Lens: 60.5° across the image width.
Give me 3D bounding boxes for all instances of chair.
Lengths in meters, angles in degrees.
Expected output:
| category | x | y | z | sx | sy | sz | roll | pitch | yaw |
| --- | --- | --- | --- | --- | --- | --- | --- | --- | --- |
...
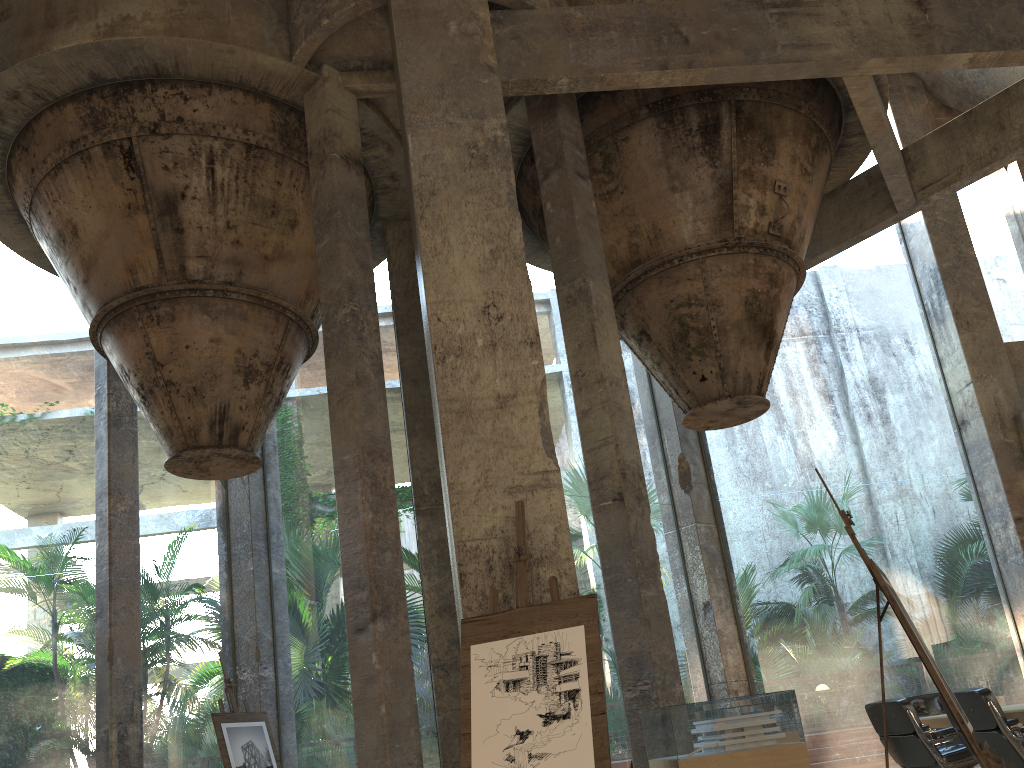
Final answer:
| category | x | y | z | sx | sy | sz | roll | pitch | yaw |
| --- | --- | --- | --- | --- | --- | --- | --- | --- | --- |
| chair | 4.022 | 3.190 | 7.849 | 0.728 | 0.859 | 0.855 | -4 | -20 | -12 |
| chair | 3.334 | 2.861 | 6.834 | 0.819 | 0.859 | 0.760 | -6 | -19 | -6 |
| chair | 3.411 | 2.405 | 5.765 | 0.821 | 0.859 | 0.759 | -8 | -19 | 0 |

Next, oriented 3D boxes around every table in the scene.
| category | x | y | z | sx | sy | sz | roll | pitch | yaw |
| --- | --- | --- | --- | --- | --- | --- | --- | --- | --- |
| table | 4.135 | 2.668 | 6.396 | 1.101 | 0.673 | 2.514 | -5 | -22 | -6 |

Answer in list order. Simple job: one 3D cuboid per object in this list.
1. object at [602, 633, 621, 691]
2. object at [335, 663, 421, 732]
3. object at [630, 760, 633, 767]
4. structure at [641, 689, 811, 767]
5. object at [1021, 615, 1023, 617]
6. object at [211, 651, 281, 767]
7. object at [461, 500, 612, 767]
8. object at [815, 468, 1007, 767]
| category | x | y | z | sx | sy | sz | roll | pitch | yaw |
| --- | --- | --- | --- | --- | --- | --- | --- | --- | --- |
| object | 1.157 | 2.782 | 8.408 | 0.687 | 0.904 | 0.894 | -7 | -19 | -4 |
| object | -1.278 | 3.018 | 8.174 | 0.864 | 0.905 | 0.710 | -13 | -19 | 13 |
| object | 1.349 | 3.708 | 8.311 | 0.670 | 0.936 | 0.583 | -18 | -21 | 28 |
| structure | 1.274 | 2.376 | 5.148 | 0.734 | 0.976 | 0.774 | -6 | -19 | -6 |
| object | 6.095 | 2.650 | 9.716 | 0.857 | 0.905 | 0.716 | -3 | -19 | -15 |
| object | -2.325 | 3.380 | 7.721 | 0.693 | 2.066 | 0.719 | -15 | -18 | 21 |
| object | 0.110 | 1.499 | 4.014 | 0.709 | 2.066 | 0.703 | -14 | -18 | 18 |
| object | 1.972 | 1.367 | 4.309 | 0.694 | 2.066 | 0.718 | -16 | -19 | 24 |
